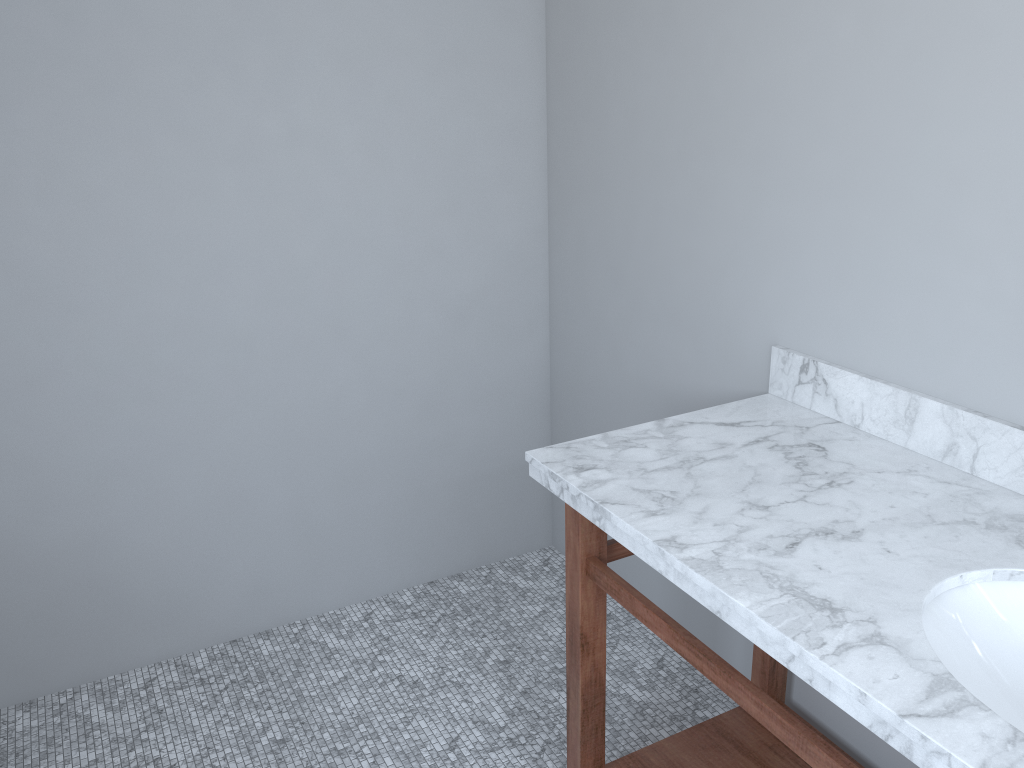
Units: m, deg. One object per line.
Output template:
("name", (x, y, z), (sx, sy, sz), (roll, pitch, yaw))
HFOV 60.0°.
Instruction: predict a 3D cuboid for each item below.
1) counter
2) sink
("counter", (0.705, 0.664, 1.274), (0.638, 0.983, 1.657), (-11, 21, -26))
("sink", (0.750, 0.483, 1.093), (0.494, 0.270, 0.517), (6, 20, 20))
